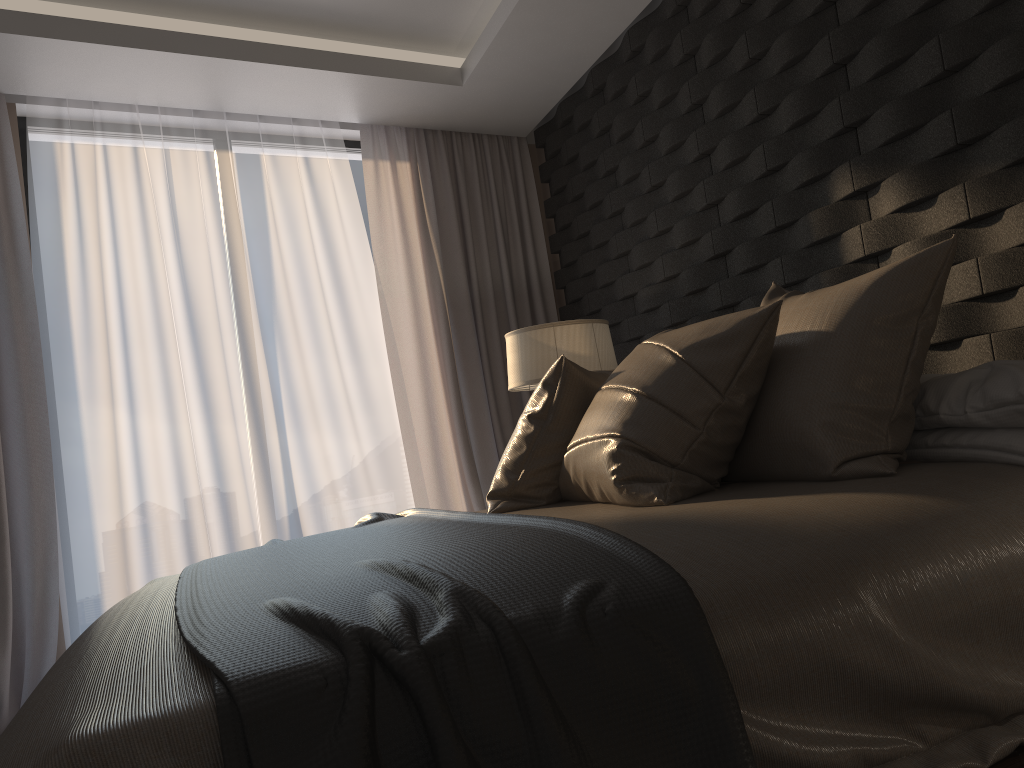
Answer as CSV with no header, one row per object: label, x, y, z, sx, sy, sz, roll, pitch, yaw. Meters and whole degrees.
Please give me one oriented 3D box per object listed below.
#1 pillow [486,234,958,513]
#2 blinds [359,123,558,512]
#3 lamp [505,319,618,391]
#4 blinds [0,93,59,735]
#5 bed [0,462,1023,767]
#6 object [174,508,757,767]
pillow,0.401,0.012,2.232,0.935,0.518,1.210,-7,-4,-20
blinds,-0.131,-0.204,4.555,1.053,2.639,0.323,-5,-4,-32
lamp,0.228,0.083,3.621,0.458,0.630,0.474,-9,-4,10
blinds,-2.285,0.011,3.134,1.104,2.640,0.340,-6,-4,-32
bed,0.119,0.600,1.994,2.389,0.624,2.199,-7,-4,-22
object,-0.334,0.471,1.811,0.644,0.322,1.969,-7,-4,-21
